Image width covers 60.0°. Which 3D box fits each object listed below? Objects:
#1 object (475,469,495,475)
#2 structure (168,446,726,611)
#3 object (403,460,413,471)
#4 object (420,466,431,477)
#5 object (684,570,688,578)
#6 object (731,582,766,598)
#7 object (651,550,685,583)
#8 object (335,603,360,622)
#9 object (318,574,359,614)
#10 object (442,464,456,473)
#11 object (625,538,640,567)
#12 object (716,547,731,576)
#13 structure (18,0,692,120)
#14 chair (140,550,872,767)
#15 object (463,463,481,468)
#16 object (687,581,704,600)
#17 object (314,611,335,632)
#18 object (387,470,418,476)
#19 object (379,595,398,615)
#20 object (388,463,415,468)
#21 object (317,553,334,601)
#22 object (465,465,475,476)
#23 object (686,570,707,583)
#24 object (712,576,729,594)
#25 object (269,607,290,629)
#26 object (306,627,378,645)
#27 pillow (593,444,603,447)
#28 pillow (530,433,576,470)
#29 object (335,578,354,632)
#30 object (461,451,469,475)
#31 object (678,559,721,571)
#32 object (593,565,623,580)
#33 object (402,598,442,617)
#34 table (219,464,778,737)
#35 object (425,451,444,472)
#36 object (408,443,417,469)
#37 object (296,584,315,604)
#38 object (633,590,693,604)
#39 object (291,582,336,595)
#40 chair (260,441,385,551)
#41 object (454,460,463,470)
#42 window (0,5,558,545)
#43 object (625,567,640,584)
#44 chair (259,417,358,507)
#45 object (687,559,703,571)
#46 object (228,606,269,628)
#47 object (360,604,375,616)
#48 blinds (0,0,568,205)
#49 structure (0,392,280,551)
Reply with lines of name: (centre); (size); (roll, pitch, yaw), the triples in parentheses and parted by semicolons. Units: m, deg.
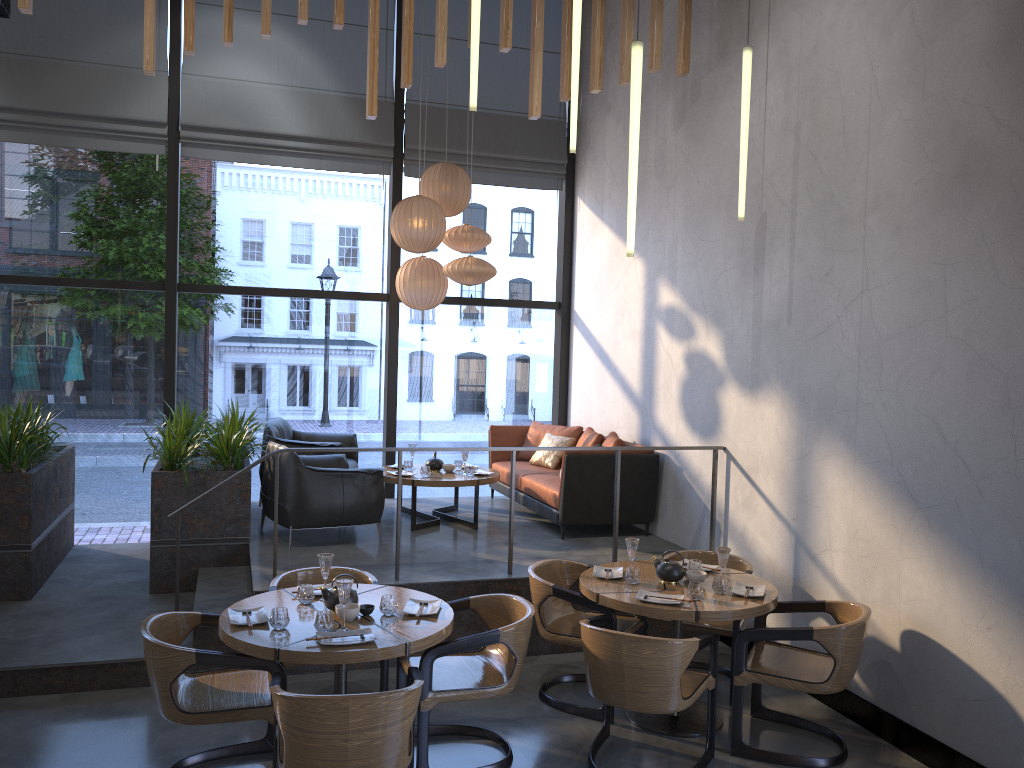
object: (-0.269, 0.768, 7.656); (0.170, 0.025, 0.294); (0, 3, -37)
structure: (-2.638, -0.250, 0.305); (11.718, 4.117, 9.054); (1, 2, -18)
object: (-0.909, 0.714, 7.764); (0.086, 0.086, 0.086); (2, 2, 20)
object: (-0.724, 0.732, 7.412); (0.086, 0.086, 0.086); (1, 2, -14)
object: (1.022, 1.101, 5.102); (0.080, 0.042, 0.080); (0, 2, -35)
object: (1.282, 1.127, 4.813); (0.170, 0.025, 0.294); (2, 2, 20)
object: (0.897, 1.031, 5.034); (0.168, 0.179, 0.163); (1, 2, -14)
object: (-0.767, 1.069, 4.142); (0.116, 0.065, 0.116); (0, 3, -39)
object: (-0.823, 1.006, 4.277); (0.168, 0.179, 0.163); (2, 2, 20)
object: (-0.550, 0.737, 7.730); (0.116, 0.065, 0.116); (2, 2, 12)
object: (0.684, 0.999, 5.066); (0.082, 0.227, 0.082); (4, 3, 44)
object: (1.163, 1.019, 4.895); (0.082, 0.227, 0.082); (2, 2, 4)
structure: (-2.169, -1.009, 0.311); (10.399, 5.894, 10.127); (1, 2, -18)
chair: (-2.587, 1.478, 2.544); (9.749, 0.759, 4.352); (1, 2, -16)
object: (-0.399, 0.750, 8.065); (0.170, 0.025, 0.294); (0, 3, -37)
object: (0.969, 1.092, 4.681); (0.086, 0.086, 0.086); (4, 3, 44)
object: (-0.837, 1.063, 3.955); (0.086, 0.086, 0.086); (2, 2, 7)
object: (-0.908, 0.756, 7.452); (0.170, 0.025, 0.294); (0, 3, -37)
object: (-0.590, 1.060, 4.247); (0.086, 0.086, 0.086); (1, 2, -15)
object: (-1.005, 0.737, 7.931); (0.170, 0.025, 0.294); (2, 2, 18)
object: (-0.938, 0.971, 4.457); (0.082, 0.227, 0.082); (2, 2, 3)
object: (-0.354, 0.739, 7.529); (0.086, 0.086, 0.086); (1, 2, -14)
object: (1.036, 1.094, 4.992); (0.116, 0.065, 0.116); (2, 2, 7)
object: (1.131, 1.092, 4.817); (0.086, 0.086, 0.086); (0, 3, -42)
object: (-1.046, 1.055, 3.988); (0.086, 0.086, 0.086); (2, 2, 8)
object: (-0.743, 1.101, 3.838); (0.294, 0.025, 0.170); (1, 2, -21)
pillow: (0.593, 0.683, 7.375); (0.242, 0.345, 0.418); (3, 2, 23)
pillow: (0.377, 0.641, 8.541); (0.289, 0.311, 0.393); (0, 2, -37)
object: (-0.755, 0.993, 3.982); (0.082, 0.227, 0.082); (3, 3, 42)
object: (-0.403, 0.664, 7.595); (0.082, 0.227, 0.082); (3, 2, 25)
object: (1.126, 1.104, 5.349); (0.294, 0.025, 0.170); (4, 3, 43)
object: (0.553, 1.095, 5.110); (0.170, 0.025, 0.294); (2, 2, 8)
object: (-0.439, 1.094, 4.307); (0.170, 0.025, 0.294); (2, 2, 2)
table: (-3.710, 1.296, 3.811); (10.659, 0.968, 6.876); (1, 2, -17)
object: (-0.680, 0.674, 7.797); (0.168, 0.179, 0.163); (3, 3, 38)
object: (-0.883, 0.641, 7.865); (0.082, 0.227, 0.082); (0, 2, -36)
object: (-1.024, 1.042, 4.395); (0.086, 0.086, 0.086); (0, 2, -36)
object: (0.792, 1.119, 4.617); (0.294, 0.025, 0.170); (2, 2, 20)
object: (-0.994, 1.067, 4.584); (0.294, 0.025, 0.170); (0, 2, -33)
chair: (-1.501, 0.824, 6.942); (0.833, 0.743, 1.030); (0, 2, -32)
object: (-0.479, 0.722, 7.922); (0.086, 0.086, 0.086); (1, 2, -14)
window: (-3.220, -1.078, 1.535); (12.739, 5.897, 12.900); (1, 2, -18)
object: (0.676, 1.073, 4.963); (0.086, 0.086, 0.086); (2, 2, 5)
chair: (-1.852, 0.696, 8.112); (0.833, 0.743, 1.030); (2, 2, -3)
object: (1.072, 1.077, 5.194); (0.086, 0.086, 0.086); (1, 2, -24)
object: (-1.211, 1.078, 4.080); (0.170, 0.025, 0.294); (1, 2, -21)
object: (-0.694, 1.080, 4.224); (0.080, 0.042, 0.080); (3, 2, 36)
blinds: (-7.148, -3.053, 3.232); (8.760, 2.314, 17.610); (3, 2, 26)
structure: (-6.104, 0.984, 1.496); (4.306, 1.608, 15.715); (2, 2, 21)
